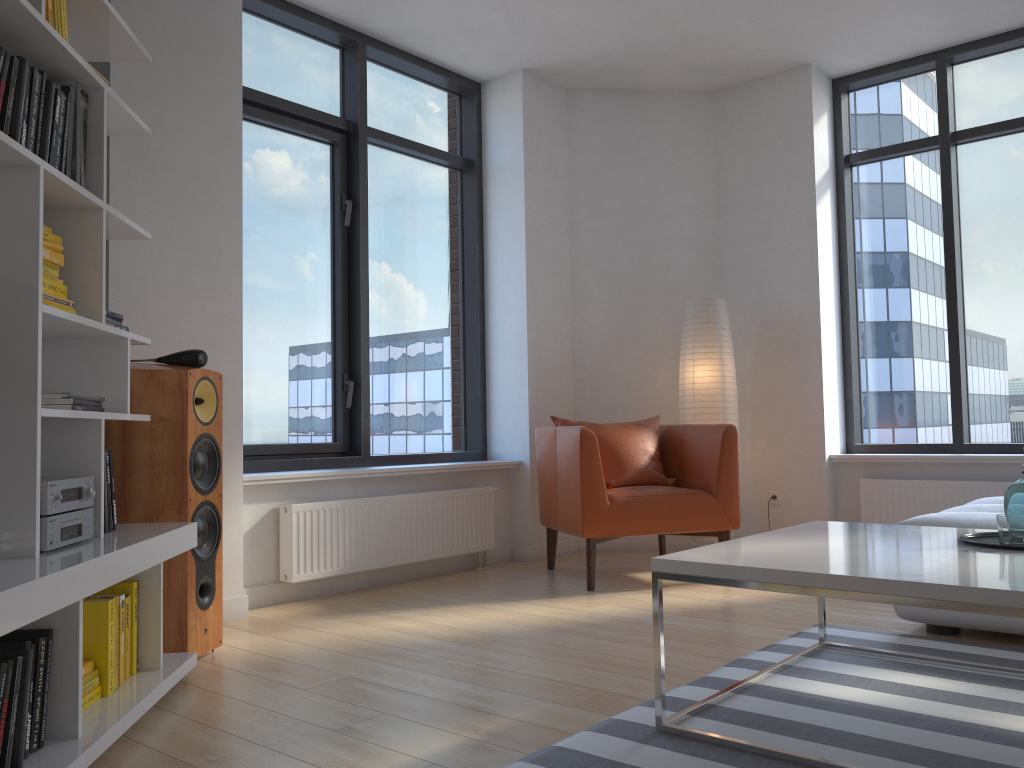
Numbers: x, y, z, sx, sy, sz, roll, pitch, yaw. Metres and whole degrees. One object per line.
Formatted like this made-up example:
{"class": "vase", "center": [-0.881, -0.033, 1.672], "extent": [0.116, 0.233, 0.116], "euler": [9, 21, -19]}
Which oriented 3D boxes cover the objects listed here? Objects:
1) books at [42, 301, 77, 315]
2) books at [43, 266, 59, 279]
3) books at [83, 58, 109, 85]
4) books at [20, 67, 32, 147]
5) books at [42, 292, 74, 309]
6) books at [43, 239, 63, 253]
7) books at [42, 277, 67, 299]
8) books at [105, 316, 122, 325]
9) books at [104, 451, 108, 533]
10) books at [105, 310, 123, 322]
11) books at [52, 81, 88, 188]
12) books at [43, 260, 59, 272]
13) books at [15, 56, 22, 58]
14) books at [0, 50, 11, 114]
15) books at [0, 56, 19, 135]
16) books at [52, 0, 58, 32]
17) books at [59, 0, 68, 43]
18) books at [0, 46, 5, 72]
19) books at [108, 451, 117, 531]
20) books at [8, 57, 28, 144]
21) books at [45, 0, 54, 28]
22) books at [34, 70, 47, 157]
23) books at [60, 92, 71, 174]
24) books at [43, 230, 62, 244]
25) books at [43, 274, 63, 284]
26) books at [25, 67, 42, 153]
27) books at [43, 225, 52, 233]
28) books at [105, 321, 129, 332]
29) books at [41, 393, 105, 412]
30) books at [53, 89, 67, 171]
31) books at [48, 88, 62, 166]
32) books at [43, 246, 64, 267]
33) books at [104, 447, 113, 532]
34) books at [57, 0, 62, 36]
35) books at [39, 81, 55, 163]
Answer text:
{"class": "books", "center": [-1.293, -0.195, 2.307], "extent": [0.194, 0.028, 0.257], "euler": [-1, -3, 0]}
{"class": "books", "center": [-1.301, -0.300, 2.298], "extent": [0.145, 0.023, 0.217], "euler": [-1, -3, 0]}
{"class": "books", "center": [-1.315, -0.907, 2.551], "extent": [0.203, 0.024, 0.257], "euler": [-1, -3, -2]}
{"class": "books", "center": [-1.269, -0.659, 2.148], "extent": [0.179, 0.243, 0.068], "euler": [-1, -3, -6]}
{"class": "books", "center": [-1.302, -0.220, 2.304], "extent": [0.203, 0.024, 0.257], "euler": [-1, -3, -2]}
{"class": "books", "center": [-1.321, -0.373, 2.317], "extent": [0.160, 0.022, 0.227], "euler": [-2, -3, 11]}
{"class": "books", "center": [-1.307, -0.254, 2.307], "extent": [0.189, 0.042, 0.243], "euler": [-1, -3, -5]}
{"class": "books", "center": [-1.282, -0.191, 2.674], "extent": [0.142, 0.015, 0.198], "euler": [-1, -3, -6]}
{"class": "books", "center": [-1.274, 0.318, 2.594], "extent": [0.169, 0.242, 0.050], "euler": [-1, -3, -5]}
{"class": "books", "center": [-1.298, -0.210, 2.676], "extent": [0.161, 0.023, 0.213], "euler": [-1, -3, -1]}
{"class": "books", "center": [-1.325, -0.676, 2.458], "extent": [0.259, 0.321, 0.128], "euler": [-1, -3, -5]}
{"class": "books", "center": [-1.320, -0.319, 2.310], "extent": [0.171, 0.019, 0.239], "euler": [-1, -3, -5]}
{"class": "books", "center": [-1.274, -0.667, 2.122], "extent": [0.192, 0.254, 0.075], "euler": [-1, -3, -6]}
{"class": "books", "center": [-1.267, -0.661, 2.032], "extent": [0.187, 0.234, 0.096], "euler": [-1, -3, -4]}
{"class": "books", "center": [-1.255, -0.660, 2.065], "extent": [0.169, 0.233, 0.081], "euler": [-1, -3, -6]}
{"class": "books", "center": [-1.242, -0.972, 2.287], "extent": [0.128, 0.178, 0.044], "euler": [-1, -3, -5]}
{"class": "books", "center": [-1.249, -0.973, 2.329], "extent": [0.141, 0.184, 0.064], "euler": [-1, -3, -4]}
{"class": "books", "center": [-1.259, -0.664, 1.999], "extent": [0.182, 0.234, 0.104], "euler": [-1, -3, -5]}
{"class": "books", "center": [-1.282, 0.322, 2.653], "extent": [0.177, 0.242, 0.066], "euler": [-1, -3, -5]}
{"class": "books", "center": [-1.245, -0.661, 2.100], "extent": [0.172, 0.242, 0.069], "euler": [-1, -3, -4]}
{"class": "books", "center": [-1.248, -0.974, 2.267], "extent": [0.132, 0.180, 0.054], "euler": [-1, -3, -5]}
{"class": "books", "center": [-1.281, -0.664, 2.219], "extent": [0.197, 0.260, 0.066], "euler": [-1, -3, -5]}
{"class": "books", "center": [-1.289, -0.657, 2.362], "extent": [0.197, 0.260, 0.066], "euler": [-1, -3, -5]}
{"class": "books", "center": [-1.318, -0.395, 2.326], "extent": [0.163, 0.023, 0.223], "euler": [-1, -3, -1]}
{"class": "books", "center": [-1.321, -0.282, 2.305], "extent": [0.189, 0.014, 0.251], "euler": [-1, -3, -1]}
{"class": "books", "center": [-1.277, -0.662, 2.185], "extent": [0.191, 0.249, 0.084], "euler": [-1, -3, -5]}
{"class": "books", "center": [-1.341, -0.419, 2.316], "extent": [0.163, 0.023, 0.223], "euler": [-1, -3, -1]}
{"class": "books", "center": [-1.280, -0.173, 2.674], "extent": [0.161, 0.023, 0.213], "euler": [-1, -3, -1]}
{"class": "books", "center": [-1.305, 0.056, 2.466], "extent": [0.250, 0.047, 0.310], "euler": [-1, -3, -9]}
{"class": "books", "center": [-1.286, -0.654, 2.328], "extent": [0.191, 0.249, 0.084], "euler": [-1, -3, -5]}
{"class": "books", "center": [-1.271, -0.653, 2.291], "extent": [0.179, 0.243, 0.071], "euler": [-1, -3, -6]}
{"class": "books", "center": [-1.319, -0.344, 2.322], "extent": [0.176, 0.033, 0.239], "euler": [-1, -3, -2]}
{"class": "books", "center": [-1.288, 0.315, 2.623], "extent": [0.193, 0.255, 0.066], "euler": [-1, -3, -5]}
{"class": "books", "center": [-1.232, -0.962, 2.306], "extent": [0.108, 0.161, 0.046], "euler": [-1, -3, -6]}
{"class": "books", "center": [-1.254, -0.654, 2.243], "extent": [0.172, 0.242, 0.069], "euler": [-1, -3, -4]}
